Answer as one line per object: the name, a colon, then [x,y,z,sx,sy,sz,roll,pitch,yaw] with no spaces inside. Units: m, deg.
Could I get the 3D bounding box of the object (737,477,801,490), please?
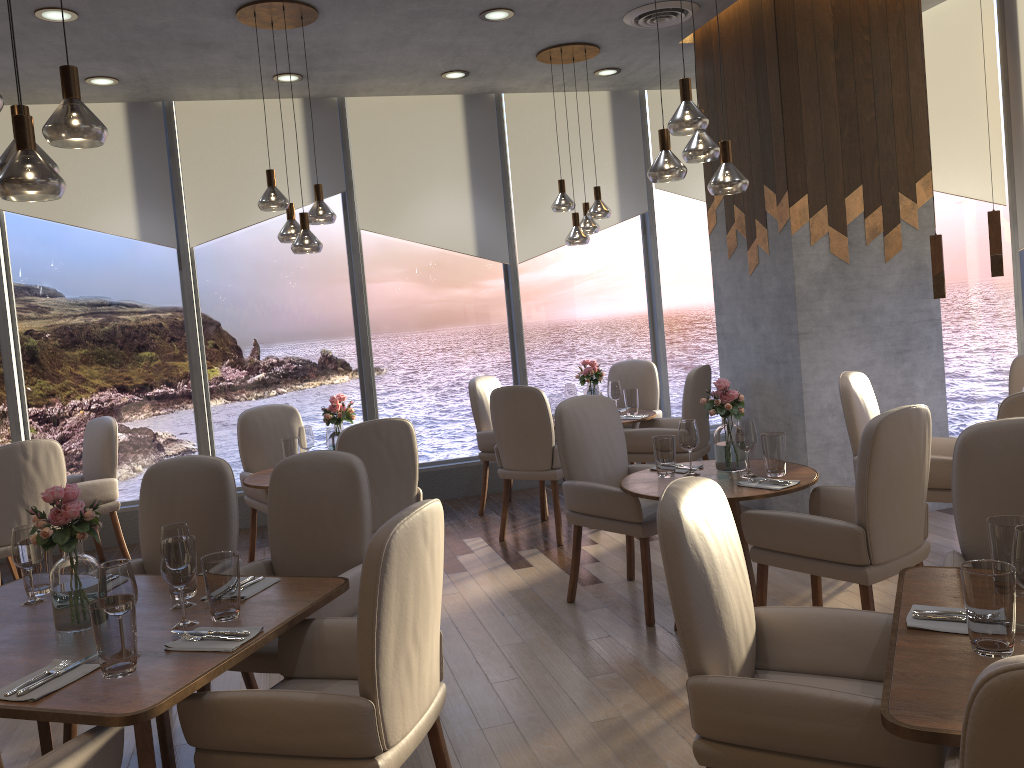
object: [1.027,0.397,3.612,0.158,0.019,0.255,-9,6,-39]

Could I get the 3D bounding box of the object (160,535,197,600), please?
object: [-1.019,0.567,2.730,0.102,0.178,0.102,-3,4,34]

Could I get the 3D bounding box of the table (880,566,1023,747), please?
table: [1.470,0.851,1.727,1.306,0.665,0.967,-3,5,26]

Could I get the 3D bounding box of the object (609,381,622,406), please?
object: [0.725,0.102,6.195,0.092,0.244,0.092,-4,3,15]

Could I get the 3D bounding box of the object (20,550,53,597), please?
object: [-1.561,0.600,2.912,0.102,0.178,0.102,-3,4,34]

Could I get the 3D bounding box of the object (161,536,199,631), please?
object: [-0.914,0.548,2.443,0.092,0.244,0.092,-2,4,41]

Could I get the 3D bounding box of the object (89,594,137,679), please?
object: [-0.954,0.609,2.134,0.102,0.178,0.102,-6,3,-14]

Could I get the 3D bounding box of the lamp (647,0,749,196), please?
lamp: [0.739,-1.458,3.761,0.439,1.324,0.440,-5,3,-7]

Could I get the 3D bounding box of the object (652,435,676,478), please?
object: [0.679,0.322,3.935,0.102,0.178,0.102,-7,4,-34]

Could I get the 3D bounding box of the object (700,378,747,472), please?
object: [0.951,0.178,3.948,0.197,0.415,0.210,-3,4,33]

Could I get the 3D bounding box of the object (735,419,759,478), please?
object: [1.001,0.274,3.772,0.092,0.244,0.092,-3,3,31]

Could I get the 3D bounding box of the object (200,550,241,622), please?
object: [-0.810,0.568,2.484,0.102,0.178,0.102,-3,4,32]

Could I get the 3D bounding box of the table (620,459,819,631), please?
table: [0.913,0.731,3.846,0.835,0.661,0.833,-8,5,-40]

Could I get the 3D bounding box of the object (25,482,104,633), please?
object: [-1.266,0.489,2.538,0.197,0.415,0.210,-3,4,33]

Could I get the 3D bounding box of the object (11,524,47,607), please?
object: [-1.529,0.573,2.807,0.092,0.244,0.092,-5,3,-2]

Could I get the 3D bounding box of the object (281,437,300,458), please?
object: [-1.266,0.402,5.088,0.102,0.178,0.102,-4,4,25]

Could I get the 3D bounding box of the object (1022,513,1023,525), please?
object: [1.224,0.391,2.031,0.092,0.244,0.092,-6,3,-15]

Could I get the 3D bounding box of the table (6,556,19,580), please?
table: [-3.214,0.977,5.344,0.834,0.661,0.835,-6,4,-16]

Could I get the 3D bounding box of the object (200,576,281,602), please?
object: [-0.847,0.632,2.731,0.157,0.019,0.256,-4,5,18]

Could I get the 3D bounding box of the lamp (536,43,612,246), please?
lamp: [0.445,-1.625,6.144,0.439,1.324,0.440,-2,4,42]

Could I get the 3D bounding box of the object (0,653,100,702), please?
object: [-1.112,0.703,2.144,0.157,0.019,0.256,-3,5,20]

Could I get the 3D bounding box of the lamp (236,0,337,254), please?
lamp: [-1.230,-1.375,4.903,0.439,1.324,0.440,-6,3,-12]

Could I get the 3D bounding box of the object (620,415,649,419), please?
object: [0.794,0.221,6.045,0.255,0.019,0.158,-2,6,35]

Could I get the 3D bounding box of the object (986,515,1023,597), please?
object: [1.209,0.417,2.140,0.102,0.178,0.102,-3,4,34]

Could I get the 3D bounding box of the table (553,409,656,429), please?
table: [0.622,0.563,6.239,0.835,0.661,0.834,-7,4,-28]

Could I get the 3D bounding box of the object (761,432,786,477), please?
object: [1.110,0.299,3.747,0.102,0.178,0.102,-6,3,-23]

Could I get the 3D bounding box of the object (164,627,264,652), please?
object: [-0.798,0.661,2.321,0.255,0.019,0.158,-4,5,16]

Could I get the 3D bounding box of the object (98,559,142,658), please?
object: [-0.989,0.571,2.237,0.092,0.244,0.092,-7,3,-28]

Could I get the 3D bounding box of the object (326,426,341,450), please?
object: [-0.972,0.360,4.876,0.092,0.244,0.092,-3,4,40]

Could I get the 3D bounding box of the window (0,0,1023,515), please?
window: [0.458,-0.800,4.445,16.108,3.194,8.082,-2,5,30]

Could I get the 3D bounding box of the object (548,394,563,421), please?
object: [0.313,0.167,6.256,0.102,0.178,0.102,-5,3,3]

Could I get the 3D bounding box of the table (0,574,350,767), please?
table: [-1.226,1.024,2.549,1.306,0.665,0.967,-4,4,19]

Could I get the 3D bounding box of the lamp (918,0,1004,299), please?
lamp: [2.366,-1.311,3.902,1.160,1.928,0.118,-3,3,30]

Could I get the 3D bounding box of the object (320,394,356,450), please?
object: [-0.973,0.262,5.030,0.210,0.415,0.198,-8,4,-42]

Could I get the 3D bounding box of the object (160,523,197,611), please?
object: [-0.987,0.540,2.624,0.092,0.244,0.092,-3,4,38]

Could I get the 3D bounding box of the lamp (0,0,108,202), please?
lamp: [-1.409,-1.163,2.466,0.439,1.324,0.440,-6,3,-9]

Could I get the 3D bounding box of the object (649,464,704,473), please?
object: [0.774,0.382,4.079,0.158,0.019,0.255,-9,6,-40]

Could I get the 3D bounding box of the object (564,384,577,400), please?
object: [0.419,0.125,6.255,0.092,0.244,0.092,-7,4,-34]

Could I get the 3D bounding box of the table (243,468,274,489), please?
table: [-1.046,0.813,4.982,0.833,0.661,0.836,-2,5,35]

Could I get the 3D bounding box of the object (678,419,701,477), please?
object: [0.783,0.282,3.909,0.092,0.244,0.092,-6,3,-21]

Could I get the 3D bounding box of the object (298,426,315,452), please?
object: [-1.167,0.363,5.046,0.092,0.244,0.092,-7,3,-29]
